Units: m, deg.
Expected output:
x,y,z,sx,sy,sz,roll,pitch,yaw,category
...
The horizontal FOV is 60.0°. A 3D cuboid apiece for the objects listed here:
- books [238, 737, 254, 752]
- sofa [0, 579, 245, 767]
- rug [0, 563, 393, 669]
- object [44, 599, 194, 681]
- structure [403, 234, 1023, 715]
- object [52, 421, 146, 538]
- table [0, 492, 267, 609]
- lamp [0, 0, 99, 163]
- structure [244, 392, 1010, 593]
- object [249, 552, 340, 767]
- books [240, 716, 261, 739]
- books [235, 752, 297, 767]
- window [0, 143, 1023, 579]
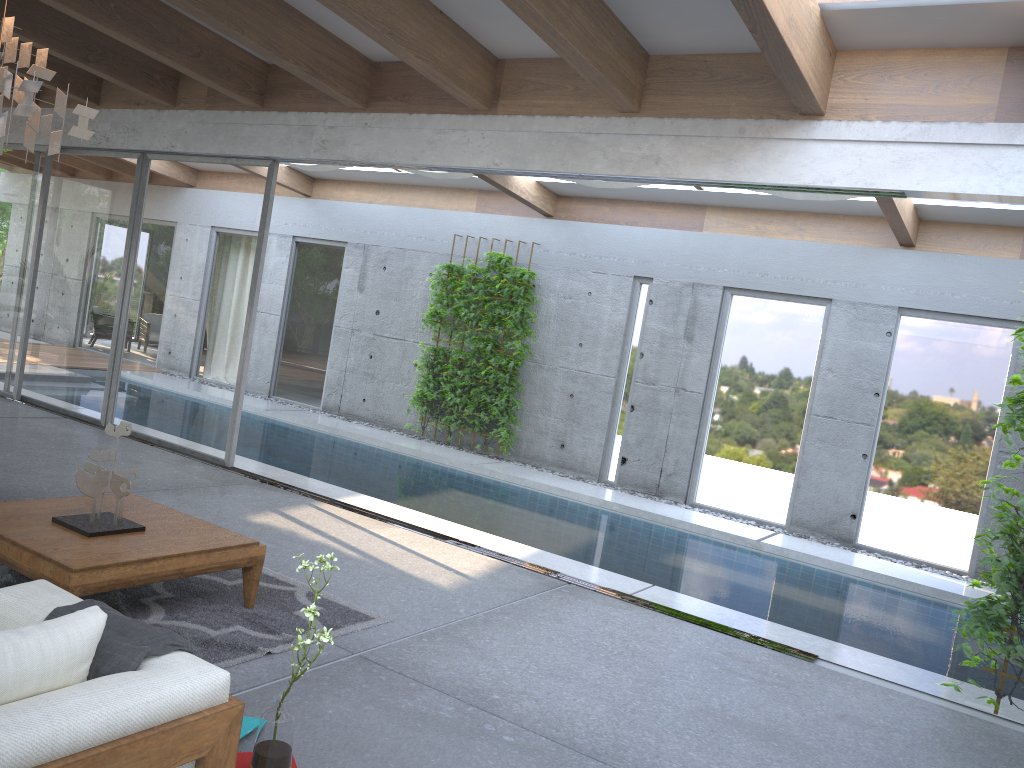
x,y,z,sx,sy,sz,roll,pitch,yaw,category
-0.998,1.250,3.026,0.219,0.012,0.286,6,4,-44,books
-2.858,0.669,2.679,3.733,0.777,1.965,11,4,31,sofa
-2.359,0.966,3.868,2.187,0.056,3.186,12,4,32,rug
-1.276,1.053,2.570,0.472,0.704,0.857,11,4,28,object
1.604,0.028,7.538,2.739,2.687,10.282,7,4,-42,structure
-1.957,0.422,4.277,0.379,0.518,0.346,11,4,31,object
-1.996,0.855,4.311,1.112,0.352,1.048,11,4,31,table
-2.019,-1.553,3.291,0.862,1.400,0.636,9,3,-12,lamp
0.022,0.987,11.115,13.673,0.068,0.477,11,4,31,structure
-0.663,0.884,2.748,0.171,0.750,0.238,7,4,-37,object
-1.036,1.220,3.147,0.219,0.074,0.288,10,3,7,books
-0.788,1.246,2.822,0.219,0.012,0.286,8,3,-24,books
-1.529,-0.768,3.981,23.280,3.764,14.294,11,4,31,window
